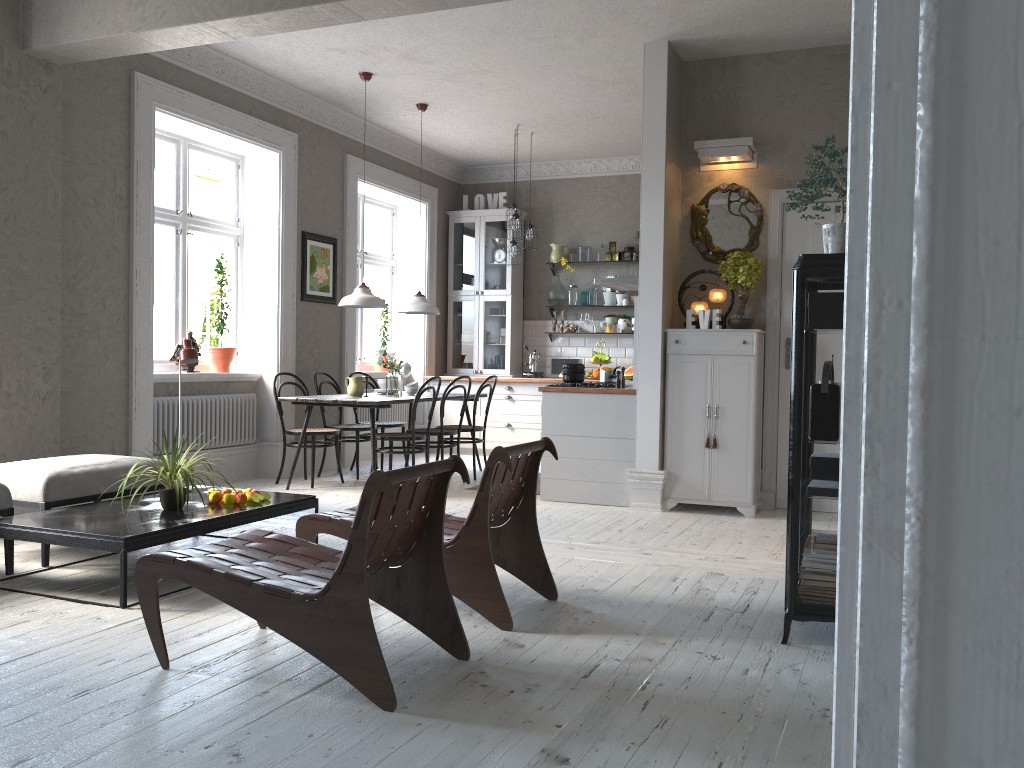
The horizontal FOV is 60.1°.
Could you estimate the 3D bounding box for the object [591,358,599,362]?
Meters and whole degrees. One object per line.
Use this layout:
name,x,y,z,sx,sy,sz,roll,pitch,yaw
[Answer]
object,0.917,-0.255,9.725,0.095,0.078,0.102,1,2,10

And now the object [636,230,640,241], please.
object,1.491,-1.533,9.650,0.246,0.397,0.255,0,2,-43

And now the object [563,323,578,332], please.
object,0.658,-0.633,9.997,0.177,0.111,0.096,1,1,-1

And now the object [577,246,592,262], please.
object,0.812,-1.446,9.931,0.175,0.184,0.169,0,2,-28

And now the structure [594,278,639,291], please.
structure,1.186,-1.648,7.778,0.702,1.595,0.722,2,2,23

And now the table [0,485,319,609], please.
table,-1.711,0.758,4.382,0.837,0.303,1.329,2,2,23

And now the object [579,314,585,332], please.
object,0.800,-0.684,9.984,0.081,0.217,0.082,1,1,9

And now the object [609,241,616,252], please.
object,1.111,-1.513,9.789,0.082,0.113,0.083,1,1,3

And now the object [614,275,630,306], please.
object,1.212,-1.049,9.775,0.186,0.380,0.167,1,2,-17

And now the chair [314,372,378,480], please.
chair,-1.465,0.358,7.831,0.542,0.920,0.444,2,2,20

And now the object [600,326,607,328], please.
object,1.010,-0.610,9.788,0.076,0.051,0.078,1,2,15

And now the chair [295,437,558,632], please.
chair,-0.358,0.585,3.827,1.002,0.721,0.515,2,2,22

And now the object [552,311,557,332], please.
object,0.485,-0.714,10.109,0.053,0.264,0.061,1,1,-6

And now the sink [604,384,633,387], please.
sink,0.991,-0.094,7.449,0.520,0.720,0.493,2,2,23

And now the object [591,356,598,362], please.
object,0.900,-0.269,9.649,0.058,0.069,0.080,2,2,42

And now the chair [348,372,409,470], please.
chair,-1.251,0.350,8.277,0.538,0.920,0.447,2,2,35

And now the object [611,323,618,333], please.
object,1.138,-0.619,9.796,0.077,0.108,0.078,1,2,16

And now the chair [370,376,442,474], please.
chair,-0.840,0.393,6.958,0.542,0.920,0.444,2,2,20

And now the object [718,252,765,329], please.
object,1.629,-0.657,6.244,0.347,0.553,0.291,0,2,-33

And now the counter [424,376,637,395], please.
counter,0.145,-0.013,8.500,3.114,0.039,3.441,2,2,23

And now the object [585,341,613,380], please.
object,0.973,-0.256,9.697,0.350,0.425,0.354,1,2,8

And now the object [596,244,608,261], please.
object,1.015,-1.460,9.953,0.142,0.220,0.138,1,2,-18

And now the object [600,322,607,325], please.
object,1.011,-0.653,9.786,0.077,0.051,0.077,1,2,8

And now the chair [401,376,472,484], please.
chair,-0.628,0.383,7.457,0.539,0.920,0.446,2,2,30

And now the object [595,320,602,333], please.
object,0.966,-0.639,9.852,0.079,0.139,0.078,1,1,-5

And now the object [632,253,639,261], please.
object,1.356,-1.385,9.650,0.092,0.096,0.076,2,2,23

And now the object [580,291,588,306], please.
object,0.826,-0.958,9.988,0.124,0.172,0.128,2,2,26

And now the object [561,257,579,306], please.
object,0.641,-1.145,9.901,0.189,0.540,0.283,1,2,15

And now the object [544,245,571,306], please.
object,0.501,-1.218,10.004,0.336,0.674,0.335,1,2,-9

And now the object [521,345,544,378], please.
object,0.215,-0.251,9.944,0.203,0.370,0.358,2,2,23

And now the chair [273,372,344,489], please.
chair,-1.686,0.367,7.312,0.539,0.920,0.446,2,2,30

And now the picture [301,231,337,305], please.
picture,-1.748,-1.046,8.062,0.019,0.619,0.529,2,2,23

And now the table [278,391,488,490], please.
table,-1.033,0.464,7.637,0.891,0.735,1.948,2,2,23

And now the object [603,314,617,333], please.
object,1.095,-0.678,9.890,0.156,0.217,0.156,1,1,2

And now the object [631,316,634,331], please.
object,1.396,-0.664,9.789,0.156,0.213,0.155,2,2,20

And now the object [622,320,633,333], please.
object,1.273,-0.632,9.733,0.119,0.147,0.100,1,2,-10

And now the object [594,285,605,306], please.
object,0.985,-1.000,9.990,0.129,0.264,0.134,2,2,28

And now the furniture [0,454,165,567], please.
furniture,-2.363,0.637,4.779,0.575,0.476,0.840,2,2,23

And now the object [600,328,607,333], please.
object,1.010,-0.593,9.788,0.076,0.051,0.078,1,2,15

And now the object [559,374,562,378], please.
object,0.611,-0.093,9.662,0.194,0.083,0.192,2,2,23

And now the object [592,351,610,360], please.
object,0.976,-0.311,9.666,0.207,0.101,0.068,2,2,28

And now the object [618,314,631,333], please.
object,1.241,-0.669,9.841,0.150,0.214,0.170,0,2,-38

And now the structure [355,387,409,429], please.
structure,-1.412,0.258,9.347,0.146,0.428,1.240,2,2,22

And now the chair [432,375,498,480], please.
chair,-0.415,0.375,7.901,0.542,0.920,0.444,2,2,20

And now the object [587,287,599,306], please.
object,0.903,-0.970,9.859,0.127,0.206,0.122,0,2,-45

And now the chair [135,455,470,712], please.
chair,-0.705,0.599,3.029,1.002,0.721,0.515,2,2,22

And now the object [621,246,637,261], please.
object,1.295,-1.428,9.781,0.140,0.174,0.144,2,2,23

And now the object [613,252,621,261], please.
object,1.161,-1.400,9.781,0.081,0.113,0.084,2,2,33

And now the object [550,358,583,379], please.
object,0.605,-0.170,9.885,0.346,0.226,0.089,2,2,22

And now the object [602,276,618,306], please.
object,1.111,-1.042,9.872,0.240,0.354,0.239,2,2,40

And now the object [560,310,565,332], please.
object,0.575,-0.711,10.056,0.062,0.264,0.052,0,2,-31

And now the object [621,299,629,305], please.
object,1.244,-0.893,9.696,0.064,0.071,0.104,0,2,-37

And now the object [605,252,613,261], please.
object,1.083,-1.403,9.816,0.081,0.113,0.084,2,2,23

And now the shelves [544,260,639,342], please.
shelves,1.022,-0.894,9.878,1.297,0.923,0.232,2,2,22

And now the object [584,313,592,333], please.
object,0.844,-0.680,9.864,0.081,0.217,0.082,1,1,9

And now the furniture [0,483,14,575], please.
furniture,-2.761,0.654,3.862,0.575,0.476,0.840,2,2,23

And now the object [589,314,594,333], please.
object,0.878,-0.682,9.948,0.081,0.217,0.082,1,1,9

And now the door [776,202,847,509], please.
door,2.268,-0.184,6.229,0.740,2.183,0.081,2,2,21

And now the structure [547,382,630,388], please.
structure,0.598,0.005,6.902,0.489,0.031,0.615,2,2,23

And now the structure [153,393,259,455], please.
structure,-2.438,0.302,6.988,0.146,0.428,1.240,2,2,22
